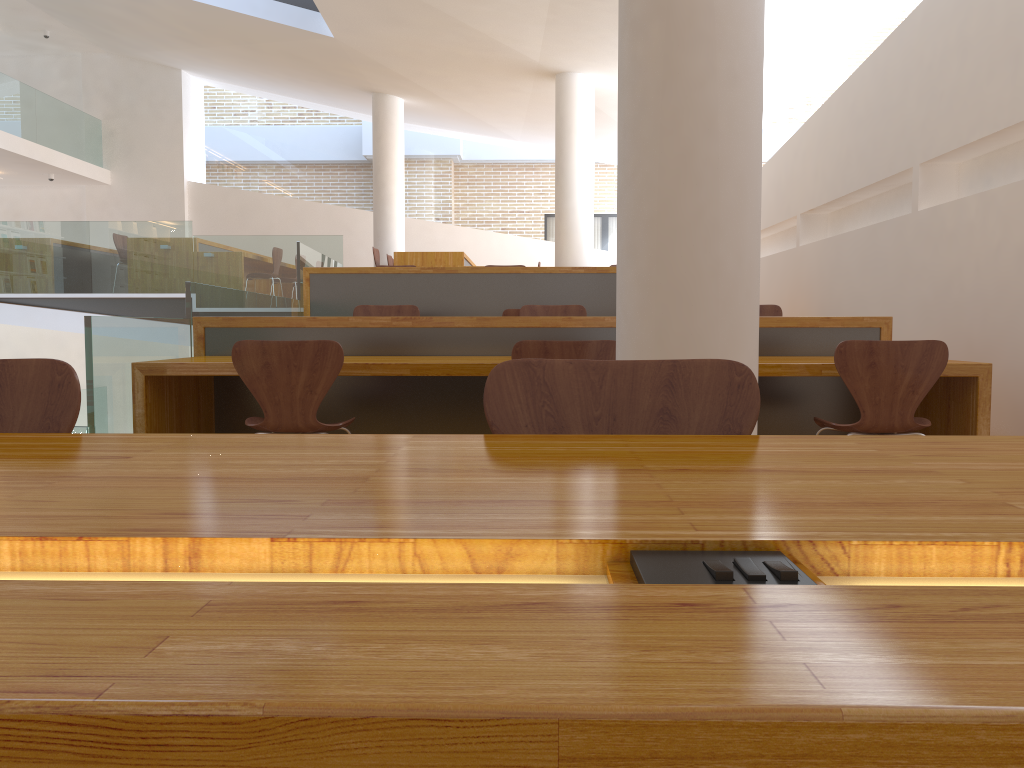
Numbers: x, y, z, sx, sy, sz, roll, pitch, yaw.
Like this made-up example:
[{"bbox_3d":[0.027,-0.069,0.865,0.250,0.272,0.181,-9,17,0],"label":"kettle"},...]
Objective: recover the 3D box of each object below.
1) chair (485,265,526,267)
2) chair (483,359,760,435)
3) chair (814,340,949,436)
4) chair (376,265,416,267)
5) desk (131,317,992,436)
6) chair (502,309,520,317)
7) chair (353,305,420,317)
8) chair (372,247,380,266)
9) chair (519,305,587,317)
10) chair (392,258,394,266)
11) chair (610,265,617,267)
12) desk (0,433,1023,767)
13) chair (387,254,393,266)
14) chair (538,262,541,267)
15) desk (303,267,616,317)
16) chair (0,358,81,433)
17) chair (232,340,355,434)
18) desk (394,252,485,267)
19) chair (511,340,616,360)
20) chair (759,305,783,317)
[{"bbox_3d":[-0.064,-0.700,7.730,0.428,0.693,0.381,0,4,1],"label":"chair"},{"bbox_3d":[0.152,0.321,1.115,0.428,0.693,0.381,0,4,1],"label":"chair"},{"bbox_3d":[1.317,0.183,3.250,0.428,0.693,0.381,0,4,1],"label":"chair"},{"bbox_3d":[-1.035,-0.701,7.750,0.428,0.693,0.381,0,4,1],"label":"chair"},{"bbox_3d":[0.155,0.086,4.056,3.243,0.785,1.527,0,4,1],"label":"desk"},{"bbox_3d":[0.131,-0.188,6.354,0.428,0.693,0.381,0,4,1],"label":"chair"},{"bbox_3d":[-0.736,-0.106,5.033,0.428,0.693,0.381,0,4,1],"label":"chair"},{"bbox_3d":[-1.374,-1.195,10.053,0.381,0.693,0.428,0,4,1],"label":"chair"},{"bbox_3d":[0.235,-0.104,5.012,0.428,0.693,0.381,0,4,1],"label":"chair"},{"bbox_3d":[-1.379,-1.302,11.704,0.381,0.693,0.428,0,4,1],"label":"chair"},{"bbox_3d":[1.041,-0.696,7.668,0.428,0.693,0.381,0,4,1],"label":"chair"},{"bbox_3d":[0.118,0.387,0.694,3.185,0.606,0.760,0,4,1],"label":"desk"},{"bbox_3d":[-1.353,-1.258,11.022,0.381,0.693,0.428,0,4,1],"label":"chair"},{"bbox_3d":[0.144,-1.073,10.382,0.381,0.693,0.428,0,4,1],"label":"chair"},{"bbox_3d":[-0.010,-0.402,7.004,3.216,1.022,1.248,0,4,1],"label":"desk"},{"bbox_3d":[-0.819,0.320,1.136,0.428,0.693,0.381,0,4,1],"label":"chair"},{"bbox_3d":[-0.774,0.182,3.256,0.428,0.693,0.381,0,4,1],"label":"chair"},{"bbox_3d":[-0.623,-1.150,11.179,1.247,0.762,3.194,0,4,1],"label":"desk"},{"bbox_3d":[0.197,0.183,3.236,0.428,0.693,0.381,0,4,1],"label":"chair"},{"bbox_3d":[1.353,-0.100,4.950,0.428,0.693,0.381,0,4,1],"label":"chair"}]
